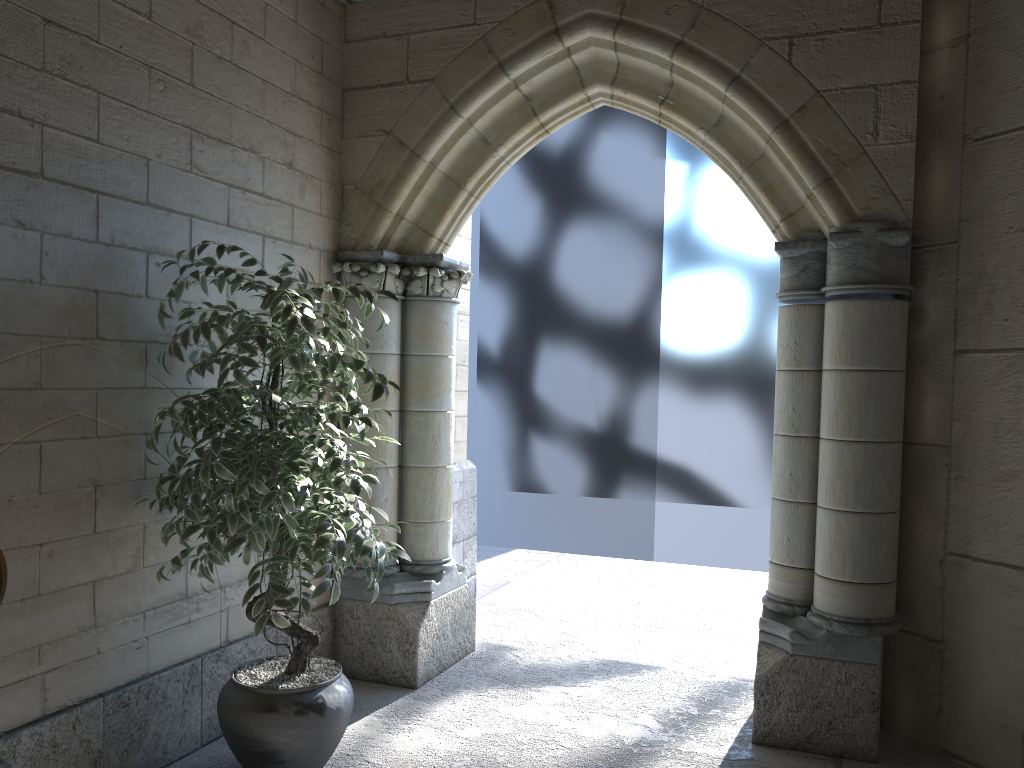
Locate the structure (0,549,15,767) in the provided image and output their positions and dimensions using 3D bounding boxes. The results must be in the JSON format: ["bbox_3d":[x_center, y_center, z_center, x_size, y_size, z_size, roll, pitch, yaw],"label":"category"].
[{"bbox_3d":[-1.462,0.551,1.820,0.887,1.264,0.472,2,2,21],"label":"structure"}]

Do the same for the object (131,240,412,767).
[{"bbox_3d":[-0.707,0.391,2.650,0.786,1.621,0.750,2,2,17],"label":"object"}]
